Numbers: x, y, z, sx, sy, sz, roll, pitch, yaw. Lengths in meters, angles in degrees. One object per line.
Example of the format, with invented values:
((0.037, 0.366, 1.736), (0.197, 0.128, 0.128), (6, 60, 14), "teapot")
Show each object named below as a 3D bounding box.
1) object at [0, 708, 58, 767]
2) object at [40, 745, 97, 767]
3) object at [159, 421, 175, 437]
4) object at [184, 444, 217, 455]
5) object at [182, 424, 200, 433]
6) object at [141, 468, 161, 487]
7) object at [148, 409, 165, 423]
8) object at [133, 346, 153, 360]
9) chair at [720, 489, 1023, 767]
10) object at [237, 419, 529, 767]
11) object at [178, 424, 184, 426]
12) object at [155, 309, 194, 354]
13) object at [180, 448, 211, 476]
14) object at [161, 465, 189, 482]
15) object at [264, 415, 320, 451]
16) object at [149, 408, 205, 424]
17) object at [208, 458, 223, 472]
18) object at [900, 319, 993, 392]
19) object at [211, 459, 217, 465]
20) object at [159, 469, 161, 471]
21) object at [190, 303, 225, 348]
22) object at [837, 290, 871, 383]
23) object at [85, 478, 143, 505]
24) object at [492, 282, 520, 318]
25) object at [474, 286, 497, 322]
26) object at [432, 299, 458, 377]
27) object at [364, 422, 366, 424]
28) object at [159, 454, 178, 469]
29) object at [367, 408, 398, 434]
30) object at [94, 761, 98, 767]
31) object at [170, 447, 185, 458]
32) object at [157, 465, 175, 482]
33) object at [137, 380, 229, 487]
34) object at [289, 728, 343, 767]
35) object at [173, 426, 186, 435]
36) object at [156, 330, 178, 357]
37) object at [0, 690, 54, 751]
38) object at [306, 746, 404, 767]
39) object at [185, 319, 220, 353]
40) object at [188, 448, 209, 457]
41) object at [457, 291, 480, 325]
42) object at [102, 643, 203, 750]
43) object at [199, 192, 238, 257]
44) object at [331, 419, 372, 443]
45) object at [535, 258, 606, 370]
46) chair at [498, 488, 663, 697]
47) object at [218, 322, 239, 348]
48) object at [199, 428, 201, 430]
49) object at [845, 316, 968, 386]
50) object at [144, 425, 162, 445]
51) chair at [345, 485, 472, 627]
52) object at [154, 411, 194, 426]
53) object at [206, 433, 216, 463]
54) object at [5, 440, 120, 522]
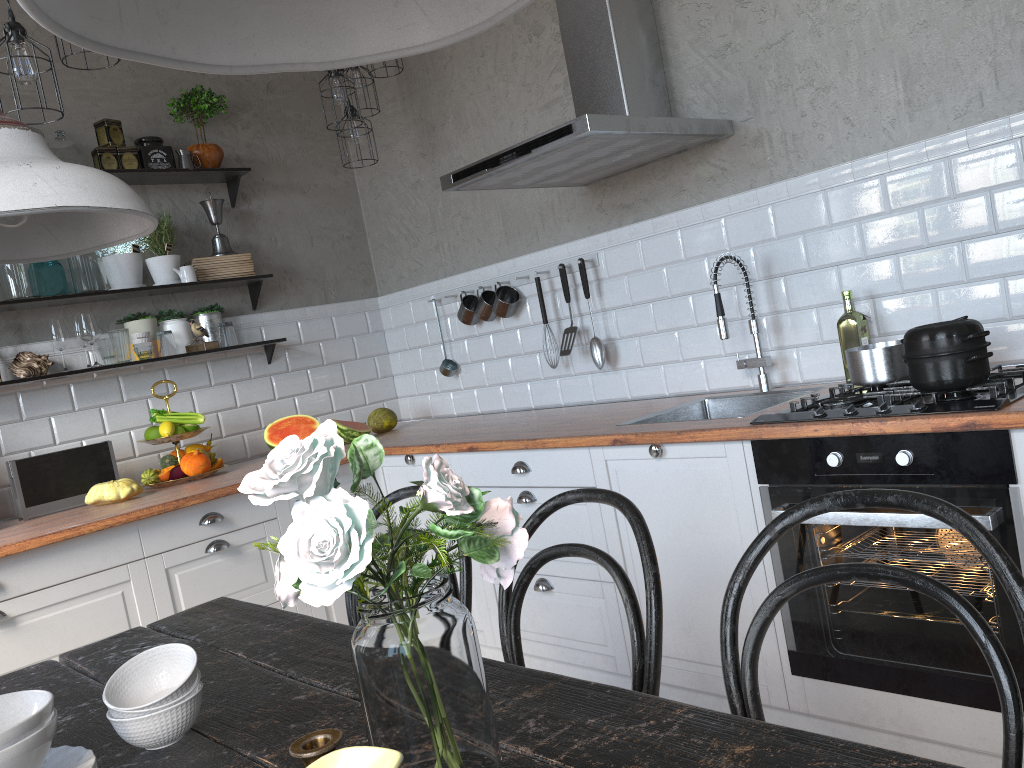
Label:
((-0.626, 0.464, 1.043), (0.176, 0.094, 0.183), (-8, 4, 39), "object")
((-0.620, 0.499, 1.046), (0.240, 0.027, 0.234), (-12, 3, -19), "object")
((-1.378, 0.182, 3.536), (0.060, 0.069, 0.077), (-12, 4, -22), "object")
((-1.308, 0.274, 3.710), (0.058, 0.056, 0.129), (-8, 4, 41), "object")
((-1.333, 0.192, 3.639), (0.099, 0.062, 0.076), (-10, 3, 21), "object")
((-1.449, 0.372, 3.569), (0.077, 0.072, 0.150), (-11, 3, -12), "object")
((-1.423, 0.123, 3.565), (0.050, 0.058, 0.074), (-9, 4, 25), "object")
((-1.522, -0.126, 3.668), (0.075, 0.051, 0.079), (-8, 4, 41), "object")
((0.361, 0.628, 0.949), (0.561, 0.921, 0.428), (-14, 5, -44), "chair")
((-0.108, 0.228, 0.932), (0.318, 0.414, 0.246), (-14, 5, -43), "object")
((-1.366, 0.187, 3.698), (0.063, 0.060, 0.064), (-8, 4, 36), "object")
((-1.481, -0.227, 3.892), (0.175, 0.214, 0.146), (-12, 3, -12), "object")
((-1.269, 0.315, 3.546), (0.110, 0.111, 0.114), (-10, 3, 16), "object")
((-1.393, 0.372, 3.592), (0.225, 0.076, 0.071), (-9, 4, 30), "object")
((-0.936, 0.226, 3.791), (0.239, 0.174, 0.214), (-12, 3, -20), "object")
((-1.367, 0.132, 3.608), (0.215, 0.101, 0.066), (-13, 4, -35), "object")
((-1.239, 0.339, 3.658), (0.089, 0.051, 0.068), (-10, 3, 6), "object")
((0.995, -0.066, 2.030), (0.189, 0.147, 0.193), (-9, 4, 28), "object")
((-1.333, 0.343, 3.735), (0.218, 0.044, 0.053), (-11, 3, -4), "object")
((-1.412, 0.370, 3.688), (0.236, 0.048, 0.062), (-10, 3, 20), "object")
((-1.363, -0.254, 4.010), (0.162, 0.213, 0.149), (-14, 5, -44), "object")
((1.045, -0.144, 2.671), (0.091, 0.282, 0.080), (-14, 5, -41), "object")
((-1.482, 0.400, 3.294), (0.201, 0.083, 0.185), (-13, 4, -41), "object")
((-0.029, -0.365, 3.812), (0.110, 0.162, 0.134), (-12, 4, -24), "object")
((-0.104, -0.356, 3.912), (0.110, 0.162, 0.134), (-14, 4, -39), "object")
((-0.330, -0.219, 4.207), (0.078, 0.379, 0.081), (-14, 5, -41), "object")
((-0.741, 0.222, 4.127), (0.119, 0.073, 0.201), (-10, 3, 12), "object")
((-1.416, 0.325, 3.673), (0.080, 0.076, 0.152), (-12, 3, -15), "object")
((-0.612, 0.171, 4.182), (0.131, 0.119, 0.205), (-10, 3, 12), "object")
((-0.618, 0.507, 1.046), (0.235, 0.027, 0.240), (-10, 3, 16), "object")
((-1.390, 0.308, 3.689), (0.085, 0.093, 0.087), (-8, 5, 44), "object")
((-1.396, 0.365, 3.570), (0.086, 0.057, 0.087), (-11, 3, -10), "object")
((-1.384, 0.192, 3.621), (0.345, 0.426, 0.358), (-9, 4, 33), "object")
((-0.144, 0.373, 0.727), (0.060, 0.167, 0.058), (-13, 4, -28), "object")
((-1.352, 0.198, 3.577), (0.065, 0.061, 0.065), (-14, 4, -42), "object")
((-1.477, -0.171, 3.785), (0.076, 0.108, 0.079), (-8, 4, 42), "object")
((-0.630, 0.444, 1.042), (0.176, 0.094, 0.183), (-8, 4, 39), "object")
((-0.132, 0.374, 0.629), (0.135, 0.170, 0.150), (-10, 3, 10), "object")
((-1.363, -0.214, 3.880), (0.099, 0.147, 0.119), (-10, 3, 16), "object")
((-1.290, 0.303, 3.628), (0.090, 0.078, 0.086), (-12, 3, -15), "object")
((-0.187, -0.346, 4.005), (0.110, 0.162, 0.134), (-13, 4, -29), "object")
((-0.491, 0.436, 1.222), (0.127, 0.119, 0.125), (-12, 4, -26), "object")
((-1.337, -0.713, 4.019), (0.128, 0.288, 0.133), (-9, 4, 33), "object")
((-0.707, 0.199, 3.931), (0.146, 0.127, 0.228), (-9, 4, 31), "object")
((0.217, -0.260, 3.535), (0.083, 0.443, 0.322), (-14, 5, -41), "object")
((0.014, 0.673, 1.337), (0.560, 0.921, 0.429), (-13, 4, -34), "chair")
((-1.267, -0.219, 3.942), (0.076, 0.108, 0.079), (-8, 4, 42), "object")
((-1.322, 0.185, 3.689), (0.053, 0.050, 0.048), (-13, 4, -32), "object")
((1.049, -0.087, 2.380), (0.305, 0.134, 0.173), (-11, 3, -8), "object")
((-1.434, 0.206, 3.582), (0.099, 0.078, 0.097), (-8, 4, 35), "object")
((-0.284, 0.709, 1.704), (0.561, 0.921, 0.428), (-14, 5, -44), "chair")
((-1.388, 0.143, 3.678), (0.183, 0.096, 0.087), (-12, 4, -22), "object")
((-1.282, 0.274, 3.723), (0.062, 0.120, 0.124), (-12, 3, -17), "object")
((-1.698, 0.364, 3.372), (0.359, 0.226, 0.086), (-14, 4, -42), "object")
